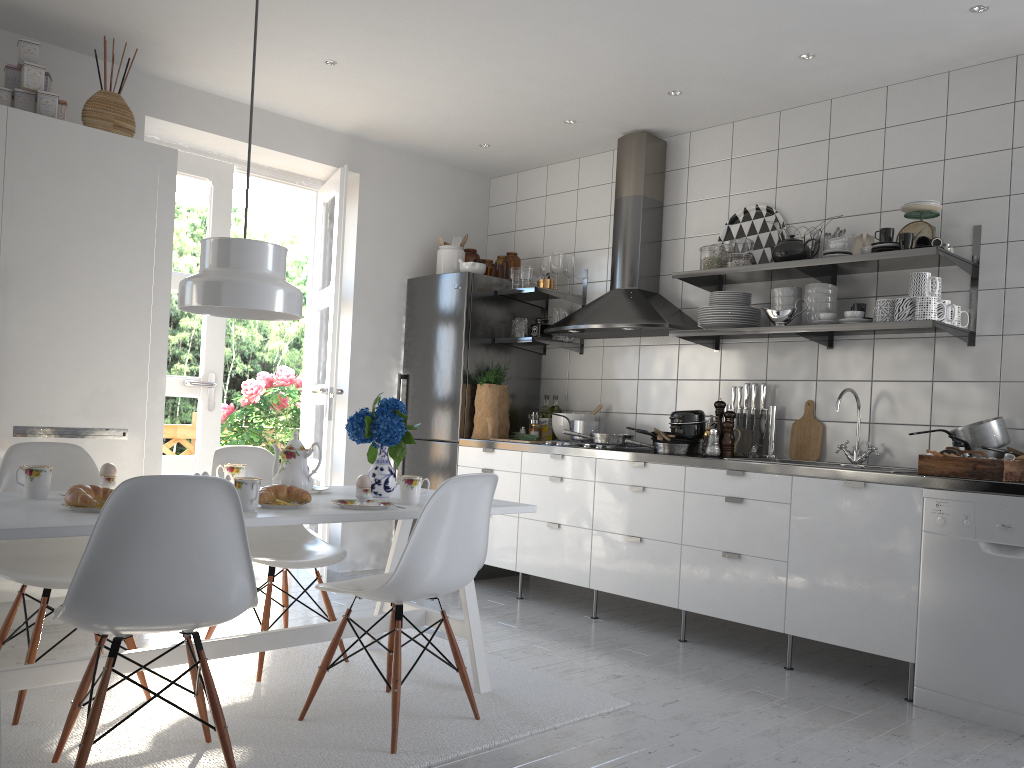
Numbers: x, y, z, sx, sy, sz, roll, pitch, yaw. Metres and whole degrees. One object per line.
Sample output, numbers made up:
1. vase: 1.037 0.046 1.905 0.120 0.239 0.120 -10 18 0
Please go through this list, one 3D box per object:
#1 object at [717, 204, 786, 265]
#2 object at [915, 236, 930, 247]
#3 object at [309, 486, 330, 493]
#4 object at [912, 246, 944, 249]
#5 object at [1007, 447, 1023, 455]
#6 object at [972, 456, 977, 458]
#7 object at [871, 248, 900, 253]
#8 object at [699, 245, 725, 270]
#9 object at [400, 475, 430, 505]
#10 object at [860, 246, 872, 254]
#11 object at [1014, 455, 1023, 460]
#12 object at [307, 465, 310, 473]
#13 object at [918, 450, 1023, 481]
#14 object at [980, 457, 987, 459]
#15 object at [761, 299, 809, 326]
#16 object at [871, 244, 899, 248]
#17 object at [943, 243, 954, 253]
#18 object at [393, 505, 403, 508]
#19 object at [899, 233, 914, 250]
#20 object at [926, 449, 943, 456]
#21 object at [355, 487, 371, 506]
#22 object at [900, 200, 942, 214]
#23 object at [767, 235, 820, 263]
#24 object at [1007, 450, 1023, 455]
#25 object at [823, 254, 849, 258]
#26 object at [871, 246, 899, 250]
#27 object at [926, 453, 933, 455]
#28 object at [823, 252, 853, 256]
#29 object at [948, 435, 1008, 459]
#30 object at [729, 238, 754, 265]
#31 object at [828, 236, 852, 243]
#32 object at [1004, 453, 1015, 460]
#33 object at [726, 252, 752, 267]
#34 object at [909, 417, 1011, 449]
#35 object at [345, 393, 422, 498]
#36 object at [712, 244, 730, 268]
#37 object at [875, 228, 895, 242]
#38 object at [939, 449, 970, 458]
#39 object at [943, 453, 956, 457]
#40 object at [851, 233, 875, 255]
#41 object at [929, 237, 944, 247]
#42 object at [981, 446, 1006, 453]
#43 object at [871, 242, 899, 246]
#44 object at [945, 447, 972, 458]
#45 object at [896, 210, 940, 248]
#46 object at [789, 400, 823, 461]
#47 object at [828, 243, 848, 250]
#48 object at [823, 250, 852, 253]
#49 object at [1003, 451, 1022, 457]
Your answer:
1. object: 1.214 -0.715 4.495 0.053 0.393 0.394 3 -1 -44
2. object: 1.674 -0.566 3.602 0.069 0.058 0.080 3 -1 19
3. object: -0.761 0.382 3.208 0.201 0.016 0.200 5 -3 -39
4. object: 1.685 -0.539 3.594 0.121 0.021 0.121 5 -3 -39
5. object: 1.941 0.269 3.303 0.059 0.061 0.334 3 -2 4
6. object: 1.725 0.301 3.338 0.054 0.059 0.068 2 -2 42
7. object: 1.555 -0.543 3.679 0.121 0.021 0.121 2 -2 24
8. object: 0.975 -0.603 4.329 0.121 0.130 0.121 2 -1 32
9. object: -0.335 0.355 2.958 0.078 0.095 0.091 2 -1 40
10. object: 1.537 -0.560 3.806 0.083 0.048 0.079 4 -2 -31
11. object: 1.799 0.302 3.299 0.050 0.094 0.271 3 -2 -39
12. object: -0.757 0.318 3.207 0.048 0.063 0.048 4 -1 -40
13. object: 1.708 0.298 3.296 0.211 0.100 0.300 5 -3 -41
14. object: 1.723 0.293 3.243 0.054 0.052 0.034 2 -1 32
15. object: 1.235 -0.317 4.021 0.209 0.135 0.102 2 -1 28
16. object: 1.557 -0.562 3.679 0.121 0.023 0.121 3 -2 -12
17. object: 1.805 -0.553 3.678 0.053 0.067 0.066 4 -1 -43
18. object: -0.393 0.391 2.874 0.032 0.011 0.139 5 -3 -40
19. object: 1.600 -0.572 3.594 0.055 0.077 0.070 3 -1 9
20. object: 1.630 0.295 3.313 0.030 0.093 0.217 3 -2 -18
21. object: -0.471 0.355 2.801 0.048 0.057 0.048 3 -1 -3
22. object: 1.750 -0.749 3.790 0.163 0.047 0.164 3 -2 6
23. object: 1.272 -0.605 4.021 0.178 0.142 0.200 3 -1 -2
24. object: 1.925 0.275 3.305 0.064 0.044 0.335 3 -2 13
25. object: 1.414 -0.544 3.846 0.121 0.021 0.121 5 -3 -39
26. object: 1.555 -0.552 3.680 0.121 0.021 0.121 5 -3 -39
27. object: 1.582 0.284 3.336 0.048 0.048 0.049 4 -1 -33
28. object: 1.414 -0.553 3.846 0.121 0.021 0.121 5 -3 -39
29. object: 1.837 0.285 3.488 0.200 0.154 0.348 2 -2 31
30. object: 1.117 -0.616 4.329 0.121 0.171 0.121 3 -1 -24
31. object: 1.415 -0.613 3.847 0.078 0.067 0.083 4 -1 -29
32. object: 1.805 0.281 3.227 0.050 0.058 0.053 2 -1 40
33. object: 1.076 -0.577 4.210 0.121 0.079 0.121 2 -2 32
34. object: 1.804 0.208 3.582 0.371 0.169 0.203 2 -1 23
35. object: -0.463 0.216 3.157 0.236 0.377 0.265 4 -1 -42
36. object: 1.048 -0.614 4.474 0.121 0.171 0.121 3 -1 -24
37. object: 1.554 -0.606 3.687 0.055 0.078 0.070 3 -1 -23
38. object: 1.690 0.300 3.396 0.118 0.099 0.085 2 -1 40
39. object: 1.674 0.300 3.264 0.030 0.084 0.220 3 -2 -19
40. object: 1.575 -0.596 3.959 0.116 0.152 0.127 3 -1 -18
41. object: 1.708 -0.571 3.585 0.069 0.059 0.082 2 -2 24
42. object: 1.976 0.285 3.345 0.356 0.080 0.246 5 -3 -36
43. object: 1.555 -0.571 3.681 0.121 0.023 0.121 3 -2 -3
44. object: 1.780 0.298 3.353 0.265 0.107 0.048 1 -1 43
45. object: 1.739 -0.623 3.780 0.185 0.208 0.159 4 -1 -44
46. object: 1.412 0.222 4.243 0.047 0.294 0.157 3 0 -44
47. object: 1.413 -0.584 3.847 0.079 0.050 0.082 2 -2 19
48. object: 1.412 -0.563 3.849 0.121 0.024 0.121 1 -3 42
49. object: 1.966 0.298 3.355 0.347 0.082 0.243 3 -2 -2
